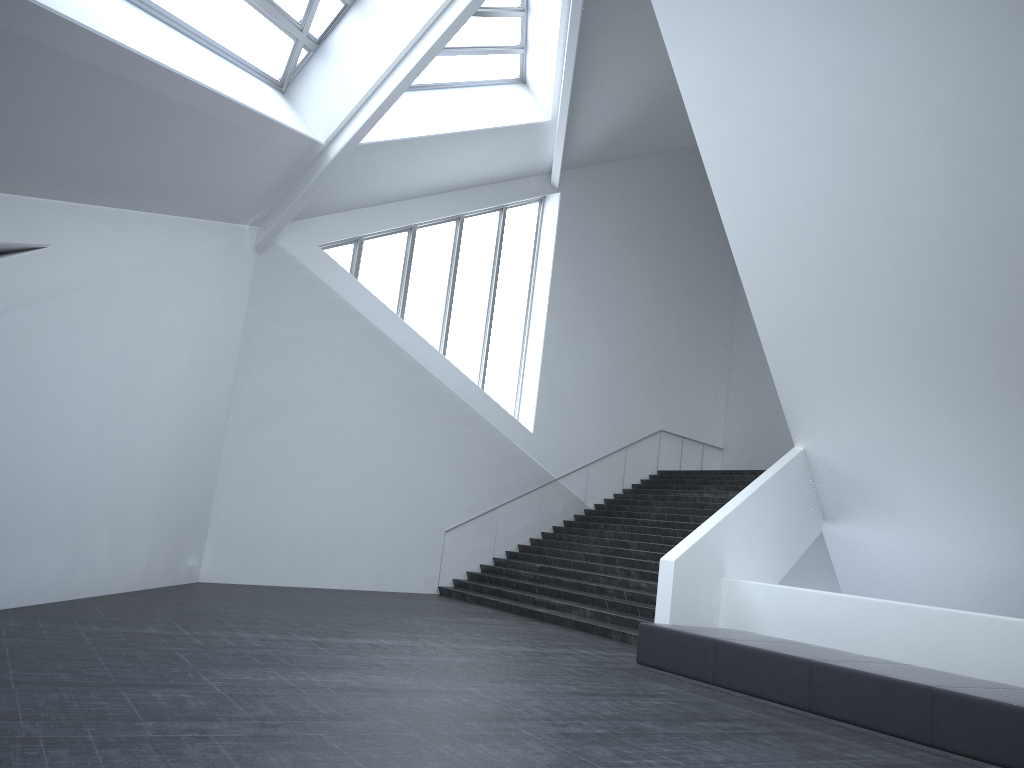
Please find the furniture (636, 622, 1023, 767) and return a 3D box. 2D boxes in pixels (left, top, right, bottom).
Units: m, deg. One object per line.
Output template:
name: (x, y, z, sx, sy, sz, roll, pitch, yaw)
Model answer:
furniture: (3.482, 2.769, 7.533, 1.488, 0.580, 5.742, 13, -11, -30)
